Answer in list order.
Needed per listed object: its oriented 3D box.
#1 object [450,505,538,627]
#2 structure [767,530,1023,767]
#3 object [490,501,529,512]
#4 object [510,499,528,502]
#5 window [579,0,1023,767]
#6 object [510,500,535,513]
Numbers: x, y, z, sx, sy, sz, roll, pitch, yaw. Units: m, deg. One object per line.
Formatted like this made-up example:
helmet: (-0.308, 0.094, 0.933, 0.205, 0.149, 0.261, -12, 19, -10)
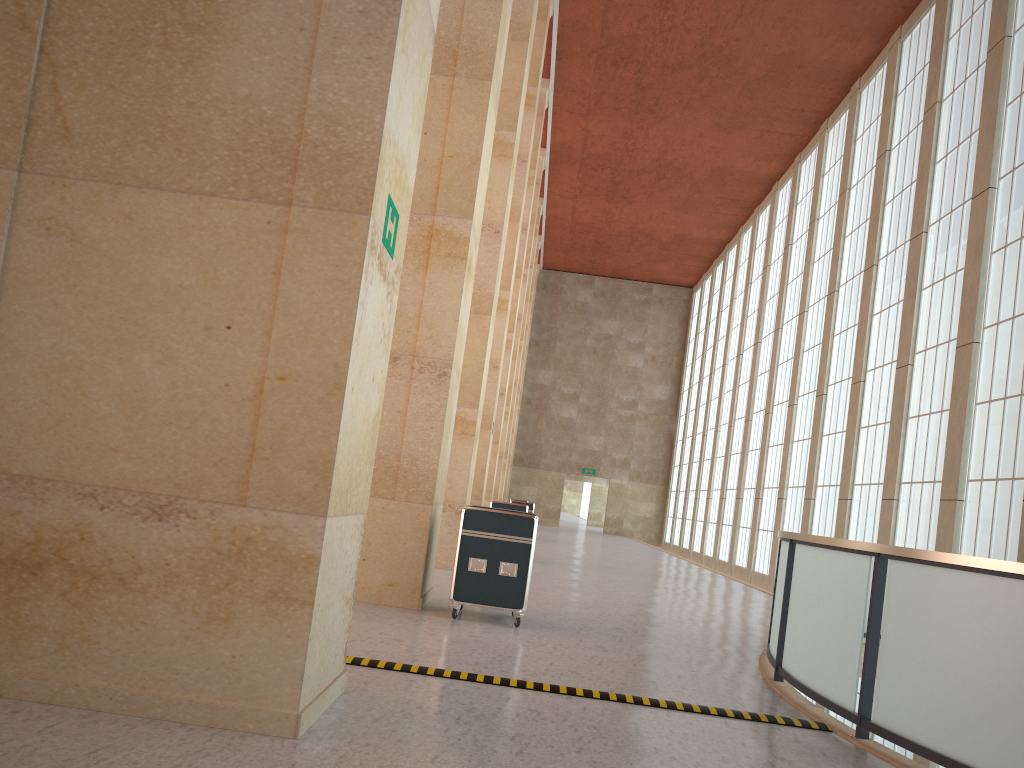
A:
object: (-0.249, 2.539, 12.505, 1.055, 1.535, 1.279, 8, -5, 2)
structure: (5.637, 2.767, 8.820, 5.251, 1.787, 13.131, 9, -7, -8)
object: (-0.153, 4.104, 24.905, 1.055, 1.535, 1.279, 8, -5, 2)
object: (0.337, 7.492, 51.448, 1.055, 1.535, 1.279, 8, -5, 2)
window: (10.849, 9.381, 74.213, 0.010, 28.510, 165.831, 8, -7, 2)
object: (0.366, 5.859, 38.372, 1.055, 1.535, 1.279, 8, -5, 2)
